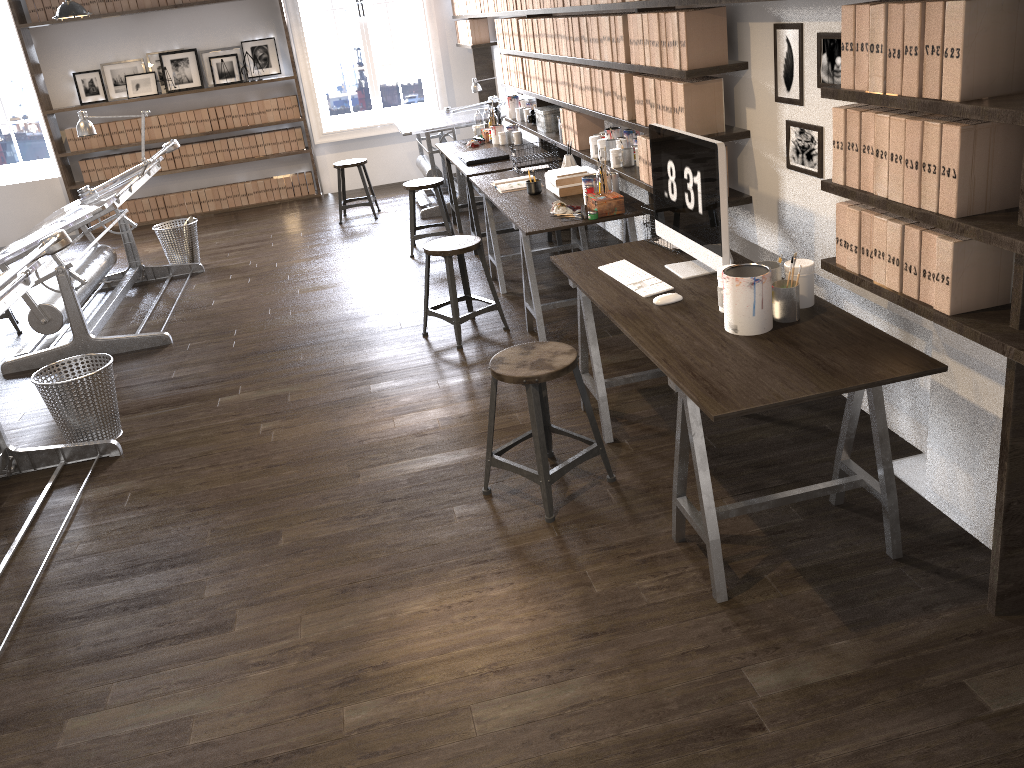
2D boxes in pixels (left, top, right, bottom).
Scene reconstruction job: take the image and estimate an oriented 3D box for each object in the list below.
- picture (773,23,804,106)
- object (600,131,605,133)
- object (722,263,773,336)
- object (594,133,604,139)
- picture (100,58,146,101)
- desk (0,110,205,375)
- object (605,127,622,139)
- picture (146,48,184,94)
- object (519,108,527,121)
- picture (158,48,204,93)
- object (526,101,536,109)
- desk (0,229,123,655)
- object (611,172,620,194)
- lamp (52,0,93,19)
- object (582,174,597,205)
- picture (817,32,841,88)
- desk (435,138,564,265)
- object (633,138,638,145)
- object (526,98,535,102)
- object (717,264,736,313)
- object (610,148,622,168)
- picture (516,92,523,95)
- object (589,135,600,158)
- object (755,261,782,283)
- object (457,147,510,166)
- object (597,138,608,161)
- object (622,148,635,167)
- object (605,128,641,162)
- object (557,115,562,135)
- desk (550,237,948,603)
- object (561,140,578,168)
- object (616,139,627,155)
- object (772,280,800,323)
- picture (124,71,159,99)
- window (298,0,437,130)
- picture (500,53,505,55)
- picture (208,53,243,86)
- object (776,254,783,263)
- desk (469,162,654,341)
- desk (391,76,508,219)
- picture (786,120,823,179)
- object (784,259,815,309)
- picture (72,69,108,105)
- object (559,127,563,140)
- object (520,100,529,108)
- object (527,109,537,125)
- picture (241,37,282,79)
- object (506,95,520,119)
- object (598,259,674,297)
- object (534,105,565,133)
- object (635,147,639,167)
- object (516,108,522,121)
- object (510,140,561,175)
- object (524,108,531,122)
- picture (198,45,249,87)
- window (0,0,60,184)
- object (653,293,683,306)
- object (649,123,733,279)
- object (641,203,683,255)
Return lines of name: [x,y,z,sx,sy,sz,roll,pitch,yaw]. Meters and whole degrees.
picture: [1.016,-1.171,3.239,0.022,0.279,0.204,-11,22,-9]
object: [0.546,-1.413,5.178,0.062,0.117,0.063,5,25,29]
object: [0.720,-0.256,2.708,0.146,0.193,0.145,-23,27,-34]
object: [0.508,-1.386,5.127,0.063,0.116,0.063,5,25,29]
picture: [-3.891,-3.066,8.927,0.416,0.359,0.084,-11,21,-9]
desk: [-2.804,-1.150,6.012,1.078,1.363,2.317,-11,23,-8]
object: [0.579,-1.367,5.021,0.094,0.159,0.096,-13,22,-12]
picture: [-3.477,-3.170,8.988,0.370,0.399,0.092,-11,21,-9]
object: [0.091,-2.123,6.986,0.063,0.092,0.063,-17,24,-22]
picture: [-3.344,-3.168,8.961,0.374,0.384,0.151,-11,22,-9]
object: [0.167,-2.185,7.072,0.094,0.126,0.096,1,23,20]
desk: [-2.115,0.098,2.916,1.078,1.363,2.103,-11,23,-8]
object: [0.513,-1.034,4.630,0.094,0.126,0.096,-13,22,-12]
lamp: [-3.804,-4.086,6.993,0.315,2.214,0.314,-19,24,-27]
object: [0.419,-1.000,4.567,0.104,0.139,0.107,-8,22,-1]
picture: [1.081,-1.064,2.922,0.023,0.180,0.255,-11,23,-8]
desk: [-0.111,-1.444,6.760,0.656,0.658,1.696,-11,23,-8]
object: [0.703,-1.255,4.756,0.095,0.127,0.095,-16,23,-20]
object: [0.156,-2.253,7.208,0.072,0.127,0.072,8,27,35]
object: [0.716,-0.307,2.875,0.094,0.142,0.096,-1,23,16]
object: [0.554,-1.202,4.711,0.062,0.094,0.063,1,23,21]
picture: [0.063,-2.657,7.835,0.023,0.180,0.255,-11,23,-8]
object: [0.477,-1.358,5.070,0.062,0.117,0.062,10,28,37]
object: [0.823,-0.316,2.866,0.096,0.140,0.098,-5,22,7]
object: [-0.210,-1.638,6.366,0.312,0.033,0.453,-11,23,-8]
object: [0.510,-1.304,4.937,0.062,0.117,0.062,-25,27,-37]
object: [0.614,-1.197,4.682,0.062,0.093,0.064,1,23,21]
object: [0.616,-1.322,4.904,0.205,0.159,0.096,-11,22,-7]
object: [0.361,-1.808,5.951,0.157,0.267,0.183,-17,24,-23]
desk: [0.692,0.010,3.153,0.656,0.658,1.696,-11,23,-8]
object: [0.341,-1.356,5.329,0.102,0.205,0.103,7,26,33]
object: [0.602,-1.274,4.838,0.062,0.117,0.062,-25,27,-37]
object: [0.850,-0.253,2.750,0.084,0.121,0.083,-22,26,-31]
picture: [-3.723,-3.003,8.904,0.300,0.225,0.147,-11,22,-9]
window: [-1.548,-3.827,9.074,1.246,2.270,0.155,-11,21,-9]
picture: [-0.059,-3.022,8.127,0.040,0.565,0.422,-11,22,-8]
picture: [-2.926,-3.208,9.051,0.290,0.285,0.129,-11,22,-9]
object: [0.850,-0.368,2.982,0.092,0.140,0.097,-20,25,-27]
desk: [0.252,-0.787,5.130,0.656,0.658,1.696,-11,23,-8]
desk: [-0.503,-2.246,8.187,1.072,1.079,1.289,-11,23,-8]
picture: [1.074,-0.863,3.242,0.023,0.180,0.255,-11,23,-8]
object: [0.923,-0.321,2.844,0.094,0.142,0.096,-5,22,7]
picture: [-4.236,-2.981,8.900,0.267,0.310,0.059,-11,21,-9]
object: [0.406,-1.663,5.834,0.181,0.092,0.063,-6,22,4]
object: [0.108,-2.223,7.151,0.070,0.128,0.071,4,24,27]
object: [0.158,-2.028,6.724,0.091,0.107,0.173,-11,23,-8]
picture: [-2.575,-3.348,9.094,0.343,0.358,0.163,-11,22,-9]
object: [0.012,-2.263,7.229,0.108,0.174,0.108,-10,22,-7]
object: [0.458,-0.400,3.326,0.119,0.017,0.445,-13,24,-12]
object: [0.282,-1.892,6.318,0.193,0.150,0.322,-11,23,-9]
object: [0.681,-1.196,4.659,0.062,0.094,0.063,1,23,21]
object: [0.063,-2.147,7.047,0.062,0.093,0.062,-17,23,-22]
object: [0.147,-1.449,5.661,0.284,0.158,0.207,-11,23,-8]
object: [0.126,-2.105,6.930,0.062,0.093,0.062,-17,23,-22]
picture: [-2.950,-3.252,9.075,0.434,0.355,0.097,-11,21,-9]
window: [-5.420,-3.090,8.593,1.485,2.454,0.155,-11,21,-9]
object: [0.535,-0.294,3.038,0.106,0.028,0.060,-13,23,-12]
object: [0.676,-0.671,3.261,0.205,0.509,0.654,-11,23,-8]
object: [0.683,-0.655,3.664,0.204,0.158,0.288,-14,24,-15]
